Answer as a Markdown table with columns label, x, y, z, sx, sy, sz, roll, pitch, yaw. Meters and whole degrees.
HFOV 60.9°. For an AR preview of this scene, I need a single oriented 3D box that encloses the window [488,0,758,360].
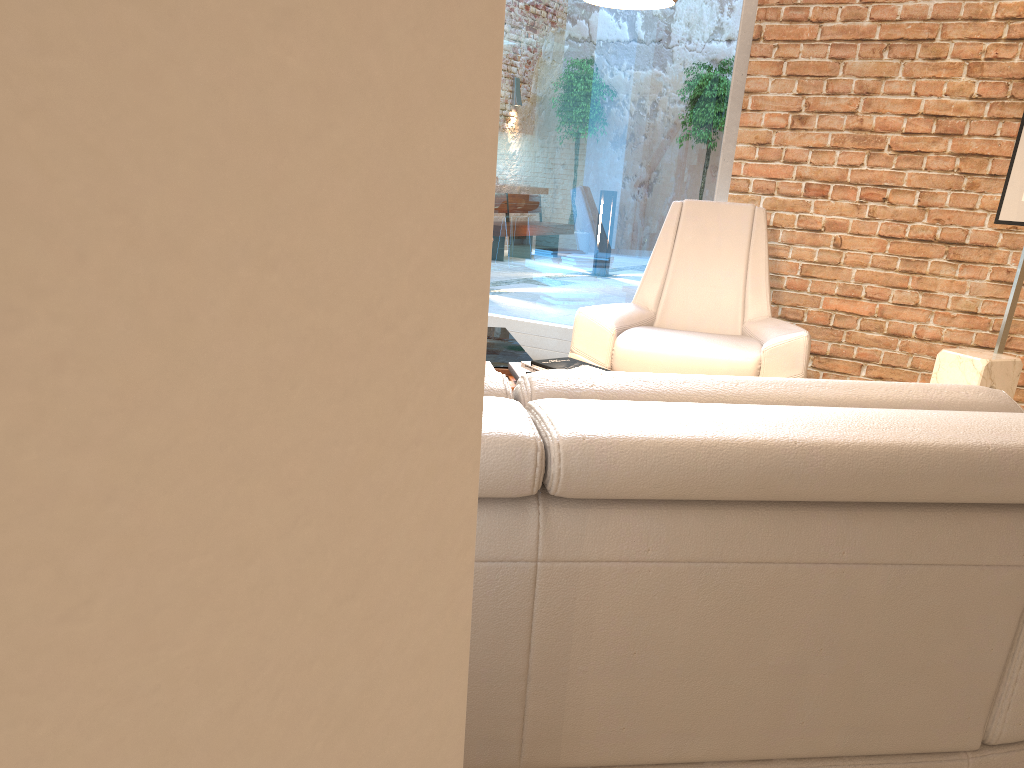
| label | x | y | z | sx | sy | sz | roll | pitch | yaw |
| --- | --- | --- | --- | --- | --- | --- | --- | --- | --- |
| window | -1.735 | -3.765 | 5.518 | 12.109 | 6.786 | 0.619 | 12 | 23 | 27 |

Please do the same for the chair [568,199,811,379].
| label | x | y | z | sx | sy | sz | roll | pitch | yaw |
| --- | --- | --- | --- | --- | --- | --- | --- | --- | --- |
| chair | 0.858 | -0.312 | 4.037 | 1.021 | 1.055 | 0.934 | 8 | 18 | 14 |

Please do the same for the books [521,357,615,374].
| label | x | y | z | sx | sy | sz | roll | pitch | yaw |
| --- | --- | --- | --- | --- | --- | --- | --- | --- | --- |
| books | 0.228 | -0.019 | 2.948 | 0.248 | 0.079 | 0.382 | -3 | 16 | -27 |

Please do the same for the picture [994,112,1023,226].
| label | x | y | z | sx | sy | sz | roll | pitch | yaw |
| --- | --- | --- | --- | --- | --- | --- | --- | --- | --- |
| picture | 2.579 | -1.223 | 3.449 | 0.896 | 1.263 | 0.026 | 14 | 24 | 27 |

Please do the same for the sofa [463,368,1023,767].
| label | x | y | z | sx | sy | sz | roll | pitch | yaw |
| --- | --- | --- | --- | --- | --- | --- | --- | --- | --- |
| sofa | -0.060 | 0.292 | 1.769 | 2.331 | 0.801 | 1.080 | 2 | 16 | -9 |

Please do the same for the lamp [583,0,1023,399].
| label | x | y | z | sx | sy | sz | roll | pitch | yaw |
| --- | --- | --- | --- | --- | --- | --- | --- | --- | --- |
| lamp | 1.083 | -0.731 | 2.816 | 2.023 | 2.482 | 0.302 | -3 | 22 | -21 |

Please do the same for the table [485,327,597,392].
| label | x | y | z | sx | sy | sz | roll | pitch | yaw |
| --- | --- | --- | --- | --- | --- | --- | --- | --- | --- |
| table | -0.206 | 0.061 | 3.427 | 2.207 | 0.454 | 1.863 | 2 | 14 | -9 |
